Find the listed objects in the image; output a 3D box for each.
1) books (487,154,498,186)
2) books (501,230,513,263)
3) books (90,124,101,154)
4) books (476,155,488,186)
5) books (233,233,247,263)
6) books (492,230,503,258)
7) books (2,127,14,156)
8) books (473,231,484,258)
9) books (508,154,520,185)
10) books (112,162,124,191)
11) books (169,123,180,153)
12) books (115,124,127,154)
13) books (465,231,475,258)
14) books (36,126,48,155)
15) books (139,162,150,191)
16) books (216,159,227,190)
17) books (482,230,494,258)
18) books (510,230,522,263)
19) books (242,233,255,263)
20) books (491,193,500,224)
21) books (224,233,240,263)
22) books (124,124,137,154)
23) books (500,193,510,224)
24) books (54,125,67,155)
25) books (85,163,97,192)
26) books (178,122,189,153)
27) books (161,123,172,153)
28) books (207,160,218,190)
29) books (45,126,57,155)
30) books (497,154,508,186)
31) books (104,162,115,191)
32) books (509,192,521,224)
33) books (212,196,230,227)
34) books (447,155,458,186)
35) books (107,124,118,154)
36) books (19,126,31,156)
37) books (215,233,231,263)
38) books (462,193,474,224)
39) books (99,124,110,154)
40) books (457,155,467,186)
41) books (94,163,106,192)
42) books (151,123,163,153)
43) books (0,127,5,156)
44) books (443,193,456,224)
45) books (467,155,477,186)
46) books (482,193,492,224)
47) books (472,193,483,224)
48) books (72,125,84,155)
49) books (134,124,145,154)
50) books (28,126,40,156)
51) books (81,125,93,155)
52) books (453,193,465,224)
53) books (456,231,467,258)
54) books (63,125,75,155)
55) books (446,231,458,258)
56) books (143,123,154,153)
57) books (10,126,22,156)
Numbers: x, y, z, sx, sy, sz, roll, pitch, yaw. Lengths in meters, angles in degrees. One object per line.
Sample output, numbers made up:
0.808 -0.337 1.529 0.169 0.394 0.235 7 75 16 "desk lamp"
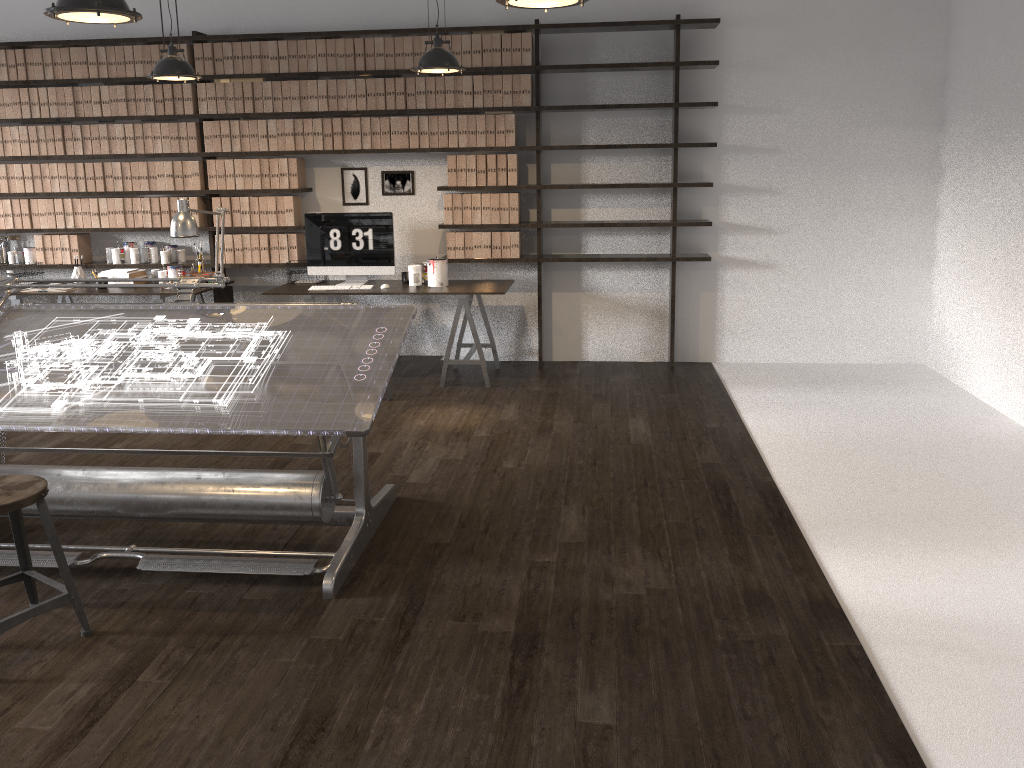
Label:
-0.137 -1.549 6.423 0.067 0.223 0.176 0 12 6 "books"
-0.034 -1.013 6.526 0.067 0.223 0.176 0 12 6 "books"
-3.092 -1.839 6.684 0.067 0.223 0.176 0 12 6 "books"
-0.211 -1.551 6.436 0.067 0.223 0.176 0 12 6 "books"
-2.043 -1.029 6.729 0.067 0.223 0.176 0 12 6 "books"
-0.103 -1.014 6.531 0.067 0.223 0.176 0 12 6 "books"
-3.793 -1.846 6.759 0.067 0.223 0.176 0 12 6 "books"
-0.240 -1.014 6.543 0.067 0.223 0.176 0 12 6 "books"
0.012 -1.548 6.411 0.067 0.223 0.176 0 12 6 "books"
-2.945 -1.568 6.719 0.067 0.223 0.176 0 12 6 "books"
-2.478 -1.832 6.614 0.067 0.223 0.176 0 12 6 "books"
-2.896 -1.837 6.661 0.067 0.223 0.176 0 12 6 "books"
-0.302 -1.015 6.552 0.067 0.223 0.176 0 12 6 "books"
-3.517 -1.842 6.727 0.067 0.223 0.176 0 12 6 "books"
-2.737 -1.565 6.695 0.067 0.223 0.176 0 12 6 "books"
-2.145 -1.568 6.637 0.067 0.223 0.176 0 12 6 "books"
-0.174 -1.013 6.535 0.067 0.223 0.176 0 12 6 "books"
0.030 -1.011 6.512 0.067 0.223 0.176 0 12 6 "books"
-1.980 -1.030 6.726 0.067 0.223 0.176 0 12 6 "books"
-0.109 -1.281 6.473 0.067 0.223 0.176 0 12 6 "books"
-2.115 -1.030 6.736 0.067 0.223 0.176 0 12 6 "books"
-2.824 -1.836 6.652 0.067 0.223 0.176 0 12 6 "books"
-0.046 -1.282 6.470 0.067 0.223 0.176 0 12 6 "books"
-3.379 -1.841 6.709 0.067 0.223 0.176 0 12 6 "books"
-3.163 -1.571 6.746 0.067 0.223 0.176 0 12 6 "books"
-2.414 -1.833 6.612 0.067 0.223 0.176 0 12 6 "books"
-2.544 -1.833 6.621 0.067 0.223 0.176 0 12 6 "books"
-2.214 -1.569 6.646 0.067 0.223 0.176 0 12 6 "books"
-3.452 -1.842 6.723 0.067 0.223 0.176 0 12 6 "books"
-0.063 -1.550 6.421 0.067 0.223 0.176 0 12 6 "books"
-3.015 -1.570 6.731 0.067 0.223 0.176 0 12 6 "books"
0.024 -1.282 6.464 0.067 0.223 0.176 0 12 6 "books"
-2.192 -1.301 6.697 0.067 0.223 0.176 0 12 6 "books"
-0.423 -1.553 6.458 0.067 0.223 0.176 0 12 6 "books"
-2.959 -1.838 6.669 0.067 0.223 0.176 0 12 6 "books"
-3.653 -1.843 6.737 0.067 0.223 0.176 0 12 6 "books"
-2.187 -1.031 6.747 0.067 0.223 0.176 0 12 6 "books"
-0.316 -1.285 6.501 0.067 0.223 0.176 0 12 6 "books"
-3.026 -1.837 6.672 0.067 0.223 0.176 0 12 6 "books"
-0.352 -1.552 6.451 0.067 0.223 0.176 0 12 6 "books"
-3.090 -1.569 6.733 0.067 0.223 0.176 0 12 6 "books"
-2.615 -1.834 6.632 0.067 0.223 0.176 0 12 6 "books"
-3.863 -1.846 6.764 0.067 0.223 0.176 0 12 6 "books"
-0.456 -1.285 6.510 0.067 0.223 0.176 0 12 6 "books"
-0.282 -1.550 6.439 0.067 0.223 0.176 0 12 6 "books"
-0.175 -1.282 6.479 0.067 0.223 0.176 0 12 6 "books"
-0.247 -1.283 6.490 0.067 0.223 0.176 0 12 6 "books"
-3.233 -1.839 6.695 0.067 0.223 0.176 0 12 6 "books"
-2.754 -1.836 6.648 0.067 0.223 0.176 0 12 6 "books"
-3.581 -1.842 6.729 0.067 0.223 0.176 0 12 6 "books"
-3.163 -1.840 6.692 0.067 0.223 0.176 0 12 6 "books"
-0.386 -1.285 6.507 0.067 0.223 0.176 0 12 6 "books"
-0.369 -1.015 6.554 0.067 0.223 0.176 0 12 6 "books"
-3.304 -1.841 6.707 0.067 0.223 0.176 0 12 6 "books"
-0.435 -1.017 6.567 0.067 0.223 0.176 0 12 6 "books"
-2.684 -1.836 6.643 0.067 0.223 0.176 0 12 6 "books"
-3.724 -1.844 6.748 0.067 0.223 0.176 0 12 6 "books"
